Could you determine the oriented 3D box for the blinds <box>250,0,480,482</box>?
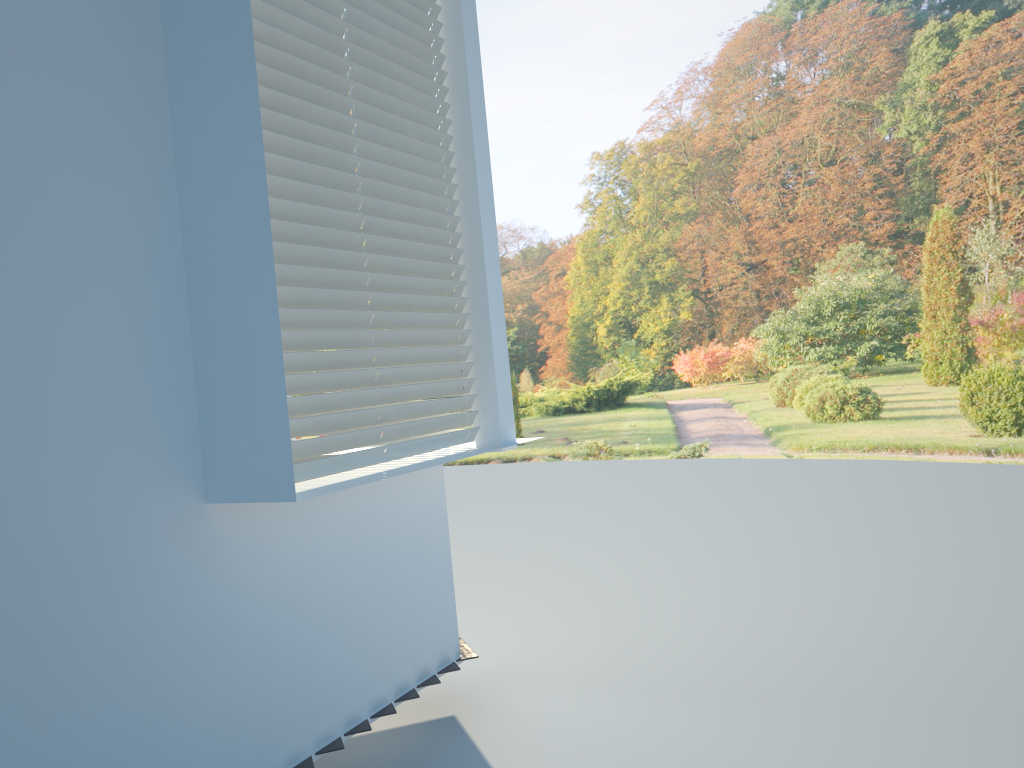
[{"bbox_3d":[-1.765,-1.778,4.087,1.220,4.265,3.915,-5,0,-44],"label":"blinds"}]
